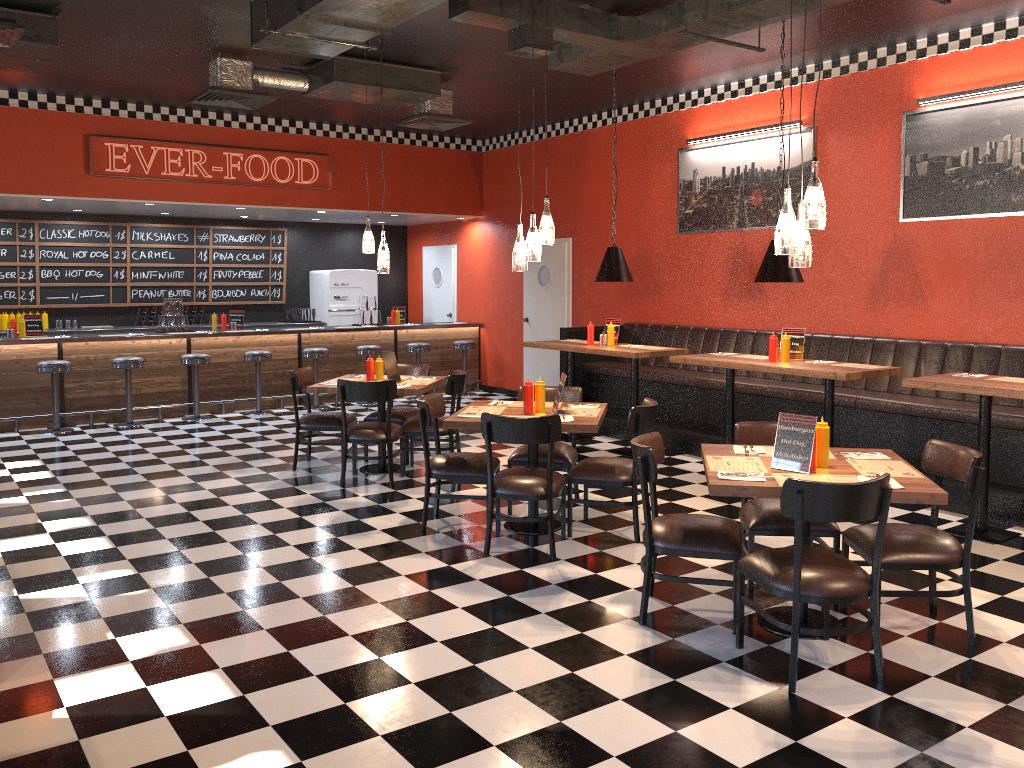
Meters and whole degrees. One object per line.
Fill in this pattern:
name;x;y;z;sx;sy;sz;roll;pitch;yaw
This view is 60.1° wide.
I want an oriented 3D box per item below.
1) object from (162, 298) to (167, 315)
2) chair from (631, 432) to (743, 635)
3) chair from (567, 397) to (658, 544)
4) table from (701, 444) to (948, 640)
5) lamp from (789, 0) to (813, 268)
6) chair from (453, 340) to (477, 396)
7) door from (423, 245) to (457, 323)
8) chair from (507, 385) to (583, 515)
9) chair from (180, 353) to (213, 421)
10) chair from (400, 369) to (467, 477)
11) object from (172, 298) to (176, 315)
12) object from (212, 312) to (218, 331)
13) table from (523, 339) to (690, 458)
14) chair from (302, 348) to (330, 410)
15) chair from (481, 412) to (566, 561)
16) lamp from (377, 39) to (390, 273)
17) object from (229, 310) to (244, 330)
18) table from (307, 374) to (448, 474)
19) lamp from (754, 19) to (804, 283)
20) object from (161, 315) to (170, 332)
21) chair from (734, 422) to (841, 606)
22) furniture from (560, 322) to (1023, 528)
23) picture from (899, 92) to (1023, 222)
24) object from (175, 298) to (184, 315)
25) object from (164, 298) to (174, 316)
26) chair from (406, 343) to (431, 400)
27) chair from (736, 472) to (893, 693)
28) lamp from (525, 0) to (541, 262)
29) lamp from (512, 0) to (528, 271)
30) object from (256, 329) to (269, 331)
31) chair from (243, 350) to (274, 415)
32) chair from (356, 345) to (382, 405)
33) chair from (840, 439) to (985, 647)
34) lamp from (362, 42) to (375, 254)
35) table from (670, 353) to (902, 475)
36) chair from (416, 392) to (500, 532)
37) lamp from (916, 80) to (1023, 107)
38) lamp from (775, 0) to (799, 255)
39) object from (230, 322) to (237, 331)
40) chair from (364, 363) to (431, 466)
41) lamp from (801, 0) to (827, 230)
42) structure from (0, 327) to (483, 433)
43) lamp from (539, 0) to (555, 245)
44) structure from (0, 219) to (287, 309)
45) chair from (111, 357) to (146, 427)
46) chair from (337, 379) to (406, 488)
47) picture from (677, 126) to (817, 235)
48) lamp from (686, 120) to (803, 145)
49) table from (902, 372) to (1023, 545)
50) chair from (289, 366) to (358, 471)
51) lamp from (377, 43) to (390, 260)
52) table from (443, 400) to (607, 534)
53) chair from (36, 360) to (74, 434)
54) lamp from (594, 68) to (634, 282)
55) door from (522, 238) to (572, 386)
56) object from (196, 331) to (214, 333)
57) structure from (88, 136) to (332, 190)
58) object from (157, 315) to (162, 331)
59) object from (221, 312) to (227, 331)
object;-4.302;-0.962;11.033;0.105;0.208;0.106;1;5;10
chair;0.857;0.706;4.374;0.544;0.864;0.488;1;5;14
chair;0.674;0.538;5.788;0.545;0.864;0.488;2;5;19
table;1.406;0.769;4.228;0.960;0.771;0.960;1;6;10
lamp;1.366;-1.527;4.131;0.108;1.959;0.109;-2;5;-23
chair;-0.677;-0.233;12.677;0.348;0.772;0.349;1;5;10
door;-1.171;-1.107;14.112;0.162;2.172;1.029;-3;6;-35
chair;0.247;0.466;6.402;0.486;0.864;0.546;1;5;13
chair;-3.749;0.028;10.518;0.348;0.772;0.349;0;5;5
chair;-0.656;0.327;7.582;0.544;0.864;0.488;0;5;5
object;-4.212;-0.971;11.108;0.105;0.208;0.106;1;5;10
object;-3.795;-0.798;11.305;0.068;0.237;0.068;-2;5;-22
table;0.888;0.114;8.791;0.696;0.996;1.696;-4;7;-35
chair;-2.520;-0.076;11.382;0.348;0.772;0.349;1;5;10
chair;0.077;0.583;5.420;0.486;0.864;0.546;1;5;10
lamp;-1.101;-1.926;7.511;0.108;1.959;0.109;1;4;12
object;-3.558;-0.825;11.446;0.188;0.256;0.072;0;4;0
table;-1.133;0.361;7.695;0.956;0.771;0.964;1;6;10
lamp;2.098;-1.815;6.897;0.382;2.037;0.383;0;4;6
object;-4.287;-0.742;10.948;0.105;0.208;0.106;1;5;10
chair;1.454;0.661;4.742;0.486;0.864;0.546;0;5;5
furniture;3.500;0.291;6.644;1.105;1.145;8.780;-4;8;-35
picture;3.866;-1.781;6.909;0.023;0.936;1.774;-3;7;-35
object;-4.143;-0.960;11.020;0.105;0.208;0.106;1;5;10
object;-4.245;-0.953;10.962;0.105;0.208;0.106;1;5;10
chair;-1.291;-0.181;12.246;0.349;0.772;0.349;-3;5;-30
chair;1.284;0.779;3.759;0.486;0.864;0.546;-1;5;-12
lamp;0.134;-1.768;5.674;0.108;1.959;0.109;0;4;7
lamp;0.053;-1.720;5.770;0.108;1.959;0.109;-2;5;-23
object;-3.200;-0.696;11.365;0.157;0.019;0.256;-2;7;-19
chair;-3.135;-0.024;10.950;0.348;0.772;0.349;1;5;10
chair;-1.906;-0.128;11.814;0.349;0.772;0.349;-3;6;-35
chair;1.901;0.727;4.187;0.544;0.864;0.488;0;5;2
lamp;-1.245;-2.108;7.599;0.108;1.959;0.108;-4;6;-43
table;2.110;0.318;7.063;0.696;0.996;1.696;-4;7;-35
chair;-0.371;0.517;5.975;0.544;0.864;0.488;1;5;7
lamp;3.837;-2.291;6.858;0.081;0.056;1.448;-4;8;-35
lamp;1.274;-1.576;4.045;0.108;1.959;0.109;3;5;37
object;-3.566;-0.751;11.345;0.094;0.135;0.047;1;5;15
chair;-1.037;0.257;8.174;0.486;0.864;0.546;2;5;22
lamp;1.365;-1.677;3.944;0.108;1.959;0.109;1;4;12
structure;-3.318;-0.090;11.154;7.050;1.036;0.216;-5;6;-35
lamp;0.228;-1.891;5.757;0.108;1.959;0.109;2;5;27
structure;-5.335;-1.652;12.312;4.549;1.142;0.200;-5;6;-35
chair;-4.364;0.080;10.086;0.348;0.772;0.349;1;5;15
chair;-1.143;0.370;7.223;0.486;0.864;0.546;0;5;4
picture;2.344;-2.035;9.062;0.023;0.936;1.774;-3;7;-35
lamp;2.327;-2.543;8.993;0.081;0.056;1.448;-4;8;-35
table;3.325;0.521;5.343;0.696;0.996;1.696;-4;7;-35
chair;-1.685;0.297;7.843;0.544;0.864;0.488;0;5;5
lamp;-1.116;-1.999;7.629;0.108;1.959;0.108;4;6;42
table;0.125;0.568;5.940;0.960;0.771;0.960;1;6;10
chair;-4.979;0.133;9.655;0.348;0.772;0.349;1;5;15
lamp;0.982;-2.002;8.477;0.382;2.037;0.383;0;4;6
door;0.447;-0.837;11.822;0.162;2.172;1.029;-3;6;-35
object;-3.807;-0.648;10.970;0.158;0.019;0.255;-6;9;-39
structure;-3.544;-2.642;10.698;2.879;0.437;0.122;-5;6;-35
object;-4.362;-0.752;11.031;0.105;0.208;0.106;1;5;10
object;-3.690;-0.803;11.339;0.068;0.237;0.068;-2;5;-22
